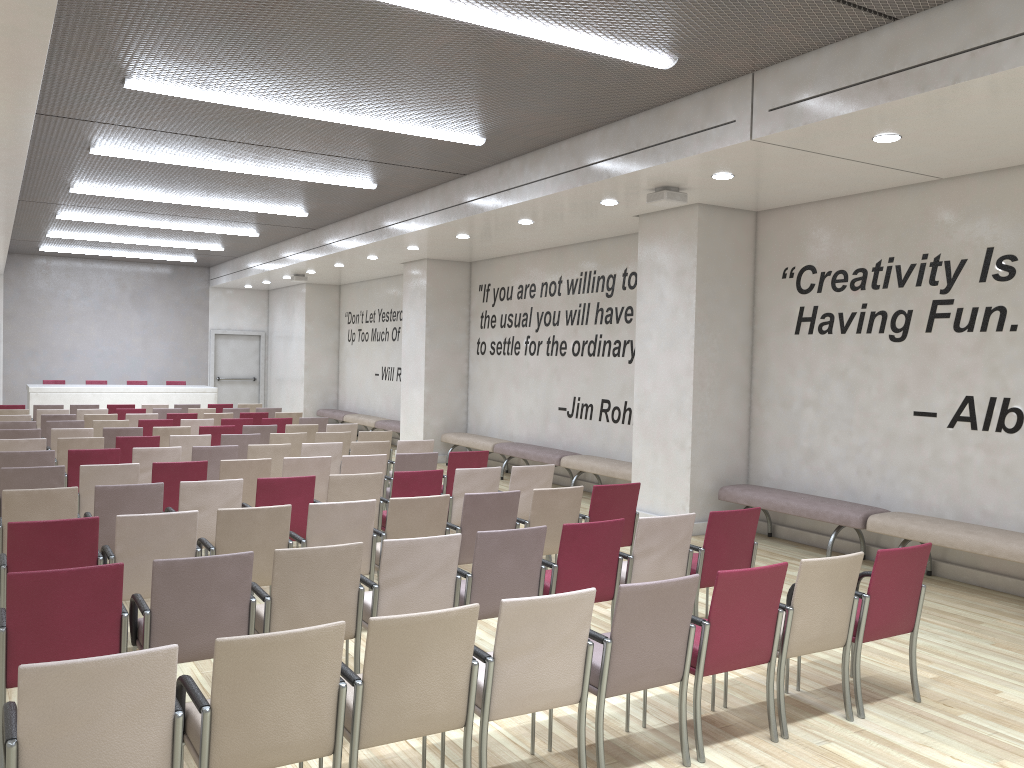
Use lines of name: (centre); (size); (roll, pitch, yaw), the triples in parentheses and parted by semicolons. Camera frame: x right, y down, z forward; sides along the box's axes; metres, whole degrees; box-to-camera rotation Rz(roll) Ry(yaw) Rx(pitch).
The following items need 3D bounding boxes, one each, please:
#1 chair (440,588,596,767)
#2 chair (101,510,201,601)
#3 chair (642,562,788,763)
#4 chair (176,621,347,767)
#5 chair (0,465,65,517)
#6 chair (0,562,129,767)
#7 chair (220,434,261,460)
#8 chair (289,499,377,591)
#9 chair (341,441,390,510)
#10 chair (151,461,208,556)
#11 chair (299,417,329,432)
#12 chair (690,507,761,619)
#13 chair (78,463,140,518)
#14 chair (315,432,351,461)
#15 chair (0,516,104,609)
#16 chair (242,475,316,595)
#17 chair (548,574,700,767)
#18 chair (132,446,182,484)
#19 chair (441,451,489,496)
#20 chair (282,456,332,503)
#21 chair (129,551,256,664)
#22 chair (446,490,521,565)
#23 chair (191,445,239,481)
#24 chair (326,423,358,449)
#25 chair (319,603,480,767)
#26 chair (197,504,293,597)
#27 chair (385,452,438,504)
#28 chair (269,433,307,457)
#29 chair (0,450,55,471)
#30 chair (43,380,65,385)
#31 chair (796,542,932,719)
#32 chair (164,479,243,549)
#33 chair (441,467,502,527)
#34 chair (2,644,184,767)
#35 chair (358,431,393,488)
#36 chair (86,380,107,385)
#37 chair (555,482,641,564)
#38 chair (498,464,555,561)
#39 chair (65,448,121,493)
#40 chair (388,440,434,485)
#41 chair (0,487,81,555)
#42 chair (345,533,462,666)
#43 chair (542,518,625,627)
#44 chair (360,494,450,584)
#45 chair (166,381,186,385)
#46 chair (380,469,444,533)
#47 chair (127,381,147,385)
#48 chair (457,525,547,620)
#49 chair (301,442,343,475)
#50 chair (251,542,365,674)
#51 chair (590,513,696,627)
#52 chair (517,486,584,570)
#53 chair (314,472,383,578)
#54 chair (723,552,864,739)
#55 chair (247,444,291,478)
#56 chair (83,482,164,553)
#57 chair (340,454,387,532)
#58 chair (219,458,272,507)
chair: (-0.001, 1.270, 3.807); (0.513, 0.890, 0.640); (0, 2, -30)
chair: (-2.193, 1.174, 5.366); (0.513, 0.890, 0.640); (0, 2, -30)
chair: (0.963, 1.278, 4.369); (0.513, 0.890, 0.640); (0, 2, -30)
chair: (-0.935, 1.263, 3.256); (0.513, 0.890, 0.640); (0, 2, -31)
chair: (-3.913, 1.081, 7.214); (0.513, 0.890, 0.640); (0, 2, -31)
chair: (-2.051, 1.214, 4.033); (0.513, 0.890, 0.640); (0, 2, -31)
chair: (-3.262, 1.008, 10.441); (0.513, 0.890, 0.640); (0, 2, -30)
chair: (-1.230, 1.182, 5.923); (0.513, 0.890, 0.640); (0, 2, -30)
chair: (-1.697, 1.060, 9.946); (0.513, 0.890, 0.640); (0, 2, -30)
chair: (-2.958, 1.090, 7.758); (0.513, 0.890, 0.640); (0, 2, -30)
chair: (-3.091, 0.931, 13.400); (0.513, 0.890, 0.640); (0, 2, -31)
chair: (1.287, 1.241, 5.982); (0.513, 0.890, 0.640); (0, 2, -31)
chair: (-3.427, 1.086, 7.484); (0.513, 0.890, 0.640); (0, 2, -30)
chair: (-2.317, 1.016, 10.993); (0.513, 0.890, 0.640); (0, 2, -31)
chair: (-2.653, 1.170, 5.091); (0.513, 0.890, 0.640); (0, 2, -31)
chair: (-1.860, 1.137, 6.991); (0.513, 0.890, 0.640); (0, 2, -30)
chair: (0.480, 1.274, 4.080); (0.513, 0.890, 0.640); (0, 2, -31)
chair: (-3.585, 1.045, 8.837); (0.513, 0.890, 0.640); (0, 2, -31)
chair: (-0.583, 1.108, 9.159); (0.513, 0.890, 0.640); (0, 2, -30)
chair: (-2.012, 1.096, 8.336); (0.513, 0.890, 0.640); (0, 2, -30)
chair: (-1.564, 1.218, 4.321); (0.513, 0.890, 0.640); (0, 2, -31)
chair: (-0.287, 1.189, 6.480); (0.513, 0.890, 0.640); (0, 2, -30)
chair: (-3.109, 1.049, 9.097); (0.513, 0.890, 0.640); (0, 2, -31)
chair: (-2.470, 0.975, 12.338); (0.513, 0.890, 0.640); (0, 2, -31)
chair: (-0.473, 1.266, 3.527); (0.513, 0.890, 0.640); (0, 2, -30)
chair: (-1.712, 1.178, 5.645); (0.513, 0.890, 0.640); (0, 2, -30)
chair: (-1.073, 1.104, 8.890); (0.513, 0.890, 0.640); (0, 2, -30)
chair: (-2.794, 1.012, 10.730); (0.513, 0.890, 0.640); (0, 2, -31)
chair: (-4.533, 1.037, 8.272); (0.513, 0.890, 0.640); (0, 2, -30)
chair: (-10.051, 0.367, 19.499); (0.513, 0.890, 0.640); (0, 2, -31)
chair: (1.911, 1.286, 4.924); (0.513, 0.890, 0.640); (0, 2, -31)
chair: (-2.337, 1.133, 6.719); (0.513, 0.890, 0.640); (0, 2, -30)
chair: (-0.443, 1.148, 7.830); (0.513, 0.890, 0.640); (0, 2, -31)
chair: (-1.411, 1.259, 2.970); (0.513, 0.890, 0.640); (0, 2, -31)
chair: (-1.851, 1.019, 11.287); (0.513, 0.890, 0.640); (0, 2, -31)
chair: (-9.312, 0.373, 19.935); (0.513, 0.890, 0.640); (0, 2, -31)
chair: (0.651, 1.197, 7.043); (0.513, 0.890, 0.640); (0, 2, -30)
chair: (0.034, 1.152, 8.106); (0.513, 0.890, 0.640); (0, 2, -31)
chair: (-4.061, 1.041, 8.551); (0.513, 0.890, 0.640); (0, 2, -31)
chair: (-1.229, 1.064, 10.217); (0.513, 0.890, 0.640); (0, 2, -30)
chair: (-3.280, 1.126, 6.151); (0.513, 0.890, 0.640); (0, 2, -30)
chair: (-0.617, 1.226, 4.870); (0.513, 0.890, 0.640); (0, 2, -30)
chair: (0.322, 1.233, 5.431); (0.513, 0.890, 0.640); (0, 2, -31)
chair: (-0.774, 1.185, 6.204); (0.513, 0.890, 0.640); (0, 2, -31)
chair: (-7.834, 0.385, 20.807); (0.513, 0.890, 0.640); (0, 2, -31)
chair: (-0.921, 1.145, 7.547); (0.513, 0.890, 0.640); (0, 2, -31)
chair: (-8.573, 0.379, 20.371); (0.513, 0.890, 0.640); (0, 2, -31)
chair: (-0.152, 1.229, 5.148); (0.513, 0.890, 0.640); (0, 2, -30)
chair: (-2.162, 1.056, 9.671); (0.513, 0.890, 0.640); (0, 2, -30)
chair: (-1.091, 1.222, 4.591); (0.513, 0.890, 0.640); (0, 2, -30)
chair: (0.801, 1.237, 5.701); (0.513, 0.890, 0.640); (0, 2, -30)
chair: (0.184, 1.193, 6.774); (0.513, 0.890, 0.640); (0, 2, -31)
chair: (-1.385, 1.141, 7.266); (0.513, 0.890, 0.640); (0, 2, -30)
chair: (1.435, 1.282, 4.649); (0.513, 0.890, 0.640); (0, 2, -30)
chair: (-2.646, 1.052, 9.375); (0.513, 0.890, 0.640); (0, 2, -31)
chair: (-2.813, 1.130, 6.433); (0.513, 0.890, 0.640); (0, 2, -30)
chair: (-1.542, 1.101, 8.601); (0.513, 0.890, 0.640); (0, 2, -31)
chair: (-2.489, 1.093, 8.042); (0.513, 0.890, 0.640); (0, 2, -31)
